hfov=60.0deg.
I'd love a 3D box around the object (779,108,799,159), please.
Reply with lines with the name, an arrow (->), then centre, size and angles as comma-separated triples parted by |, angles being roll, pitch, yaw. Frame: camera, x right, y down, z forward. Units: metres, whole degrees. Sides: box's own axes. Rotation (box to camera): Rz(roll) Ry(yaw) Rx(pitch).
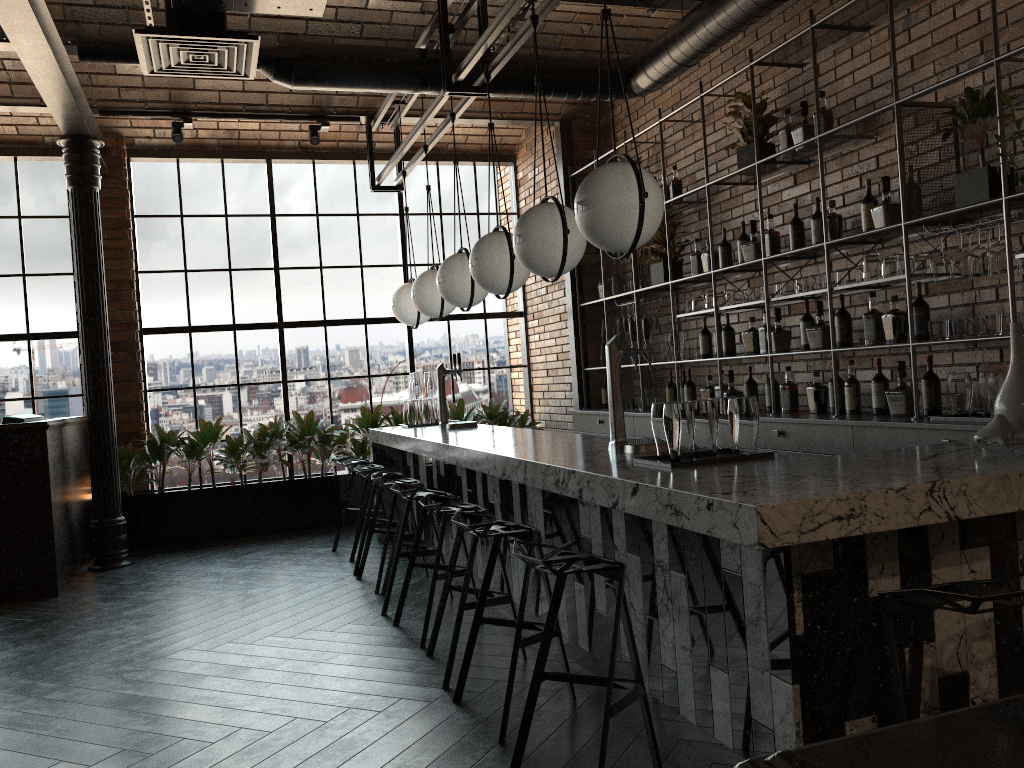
object -> 1.624, -1.473, 5.209 | 0.083, 0.282, 0.083 | -4, 0, -19

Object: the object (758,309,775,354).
object -> 1.595, -0.327, 5.541 | 0.083, 0.282, 0.083 | -4, 0, -19

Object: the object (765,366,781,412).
object -> 1.627, 0.027, 5.544 | 0.086, 0.298, 0.086 | -4, 1, 30

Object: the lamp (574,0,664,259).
lamp -> 0.358, -1.352, 3.365 | 0.340, 1.754, 0.340 | -4, 1, 27

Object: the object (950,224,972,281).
object -> 2.010, -0.586, 3.969 | 0.092, 0.244, 0.092 | -4, 0, 21

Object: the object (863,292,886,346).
object -> 1.896, -0.341, 4.646 | 0.083, 0.282, 0.083 | -4, 1, -34

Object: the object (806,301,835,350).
object -> 1.752, -0.331, 5.032 | 0.123, 0.279, 0.123 | -4, 1, -30

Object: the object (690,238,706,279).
object -> 1.313, -0.885, 6.258 | 0.083, 0.282, 0.083 | -4, 1, -34

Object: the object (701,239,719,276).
object -> 1.364, -0.870, 6.106 | 0.094, 0.248, 0.151 | -4, 0, -15

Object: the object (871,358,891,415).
object -> 1.929, 0.013, 4.646 | 0.086, 0.298, 0.086 | -4, 1, 30

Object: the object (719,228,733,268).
object -> 1.431, -0.898, 5.947 | 0.086, 0.298, 0.086 | -4, 1, 30

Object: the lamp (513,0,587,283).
lamp -> 0.125, -1.342, 4.060 | 0.340, 1.754, 0.340 | -4, 1, 27

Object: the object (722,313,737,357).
object -> 1.456, -0.329, 5.962 | 0.086, 0.297, 0.086 | -4, 1, 30

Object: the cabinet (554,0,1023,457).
cabinet -> 1.197, -0.731, 6.512 | 0.564, 3.779, 7.075 | -4, 0, -19

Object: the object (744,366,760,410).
object -> 1.539, 0.032, 5.705 | 0.086, 0.297, 0.086 | -4, 0, 15

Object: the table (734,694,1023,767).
table -> 0.847, 0.790, 0.835 | 0.872, 0.758, 0.872 | -4, 0, -19

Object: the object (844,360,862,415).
object -> 1.857, 0.018, 4.837 | 0.080, 0.299, 0.080 | -4, 0, -16

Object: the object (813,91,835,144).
object -> 1.724, -1.478, 4.912 | 0.083, 0.282, 0.083 | -4, 1, -34

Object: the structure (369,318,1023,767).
structure -> 0.632, 0.437, 4.864 | 1.930, 1.430, 5.346 | -4, 0, -19

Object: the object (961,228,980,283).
object -> 2.130, -0.596, 4.126 | 0.092, 0.244, 0.092 | -4, 0, 21

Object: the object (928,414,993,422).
object -> 2.114, 0.146, 3.932 | 0.273, 0.019, 0.437 | -4, 0, -19

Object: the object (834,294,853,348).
object -> 1.821, -0.346, 4.877 | 0.086, 0.299, 0.086 | -4, 1, 30

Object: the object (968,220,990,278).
object -> 2.041, -0.588, 3.876 | 0.092, 0.244, 0.092 | -4, 0, 21

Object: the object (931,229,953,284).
object -> 1.975, -0.585, 4.074 | 0.092, 0.244, 0.092 | -4, 0, 21

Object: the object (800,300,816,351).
object -> 1.726, -0.341, 5.172 | 0.086, 0.298, 0.086 | -4, 1, 30

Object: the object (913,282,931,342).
object -> 2.006, -0.353, 4.359 | 0.086, 0.298, 0.086 | -4, 1, 30

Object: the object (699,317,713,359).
object -> 1.364, -0.324, 6.245 | 0.086, 0.299, 0.086 | -4, 1, 30

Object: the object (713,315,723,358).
object -> 1.434, -0.329, 6.115 | 0.086, 0.298, 0.086 | -4, 1, 30

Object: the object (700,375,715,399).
object -> 1.393, 0.064, 6.222 | 0.094, 0.248, 0.151 | -4, 1, -30

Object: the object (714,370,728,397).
object -> 1.441, 0.044, 6.076 | 0.083, 0.282, 0.083 | -4, 0, -19

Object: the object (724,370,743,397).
object -> 1.472, 0.045, 5.940 | 0.123, 0.279, 0.123 | -4, 0, -5

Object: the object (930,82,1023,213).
object -> 2.052, -1.056, 3.922 | 0.374, 0.560, 0.398 | -4, 1, 44

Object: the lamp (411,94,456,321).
lamp -> -0.576, -1.309, 6.143 | 0.340, 1.754, 0.340 | -4, 1, 27

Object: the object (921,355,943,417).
object -> 2.037, 0.008, 4.312 | 0.086, 0.299, 0.086 | -4, 1, 30

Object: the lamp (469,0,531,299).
lamp -> -0.109, -1.331, 4.754 | 0.340, 1.754, 0.340 | -4, 1, 27

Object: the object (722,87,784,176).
object -> 1.526, -1.591, 5.589 | 0.430, 0.526, 0.425 | -4, 0, -16

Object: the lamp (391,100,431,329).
lamp -> -0.809, -1.299, 6.838 | 0.340, 1.754, 0.340 | -4, 1, 27

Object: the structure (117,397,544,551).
structure -> -1.574, 0.743, 8.179 | 4.107, 1.072, 0.757 | -4, 0, -20

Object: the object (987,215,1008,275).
object -> 2.074, -0.589, 3.777 | 0.092, 0.244, 0.092 | -4, 0, 21

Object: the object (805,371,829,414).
object -> 1.763, 0.047, 5.121 | 0.094, 0.248, 0.151 | -4, 0, -10

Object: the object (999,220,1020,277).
object -> 2.197, -0.599, 3.928 | 0.092, 0.244, 0.092 | -4, 0, 21

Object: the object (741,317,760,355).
object -> 1.546, -0.307, 5.687 | 0.094, 0.248, 0.151 | -4, 1, -30

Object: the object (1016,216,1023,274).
object -> 2.230, -0.601, 3.830 | 0.092, 0.244, 0.092 | -4, 0, 21

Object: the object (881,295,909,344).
object -> 1.945, -0.325, 4.501 | 0.094, 0.248, 0.151 | -4, 0, -10

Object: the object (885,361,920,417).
object -> 1.968, 0.022, 4.467 | 0.123, 0.279, 0.123 | -4, 1, -30

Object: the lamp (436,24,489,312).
lamp -> -0.342, -1.320, 5.449 | 0.340, 1.754, 0.340 | -4, 1, 27

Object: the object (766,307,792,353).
object -> 1.626, -0.326, 5.406 | 0.123, 0.279, 0.123 | -4, 0, -5

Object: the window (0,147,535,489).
window -> -7.517, -0.175, 6.610 | 16.179, 3.253, 0.168 | -4, 0, -19

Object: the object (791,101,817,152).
object -> 1.675, -1.473, 5.061 | 0.123, 0.279, 0.123 | -4, 0, -15

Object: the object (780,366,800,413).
object -> 1.679, 0.033, 5.368 | 0.083, 0.282, 0.083 | -4, 1, -34

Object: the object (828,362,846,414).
object -> 1.823, 0.019, 4.979 | 0.086, 0.298, 0.086 | -4, 1, 30

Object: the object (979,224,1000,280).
object -> 2.165, -0.598, 4.022 | 0.092, 0.244, 0.092 | -4, 0, 21
